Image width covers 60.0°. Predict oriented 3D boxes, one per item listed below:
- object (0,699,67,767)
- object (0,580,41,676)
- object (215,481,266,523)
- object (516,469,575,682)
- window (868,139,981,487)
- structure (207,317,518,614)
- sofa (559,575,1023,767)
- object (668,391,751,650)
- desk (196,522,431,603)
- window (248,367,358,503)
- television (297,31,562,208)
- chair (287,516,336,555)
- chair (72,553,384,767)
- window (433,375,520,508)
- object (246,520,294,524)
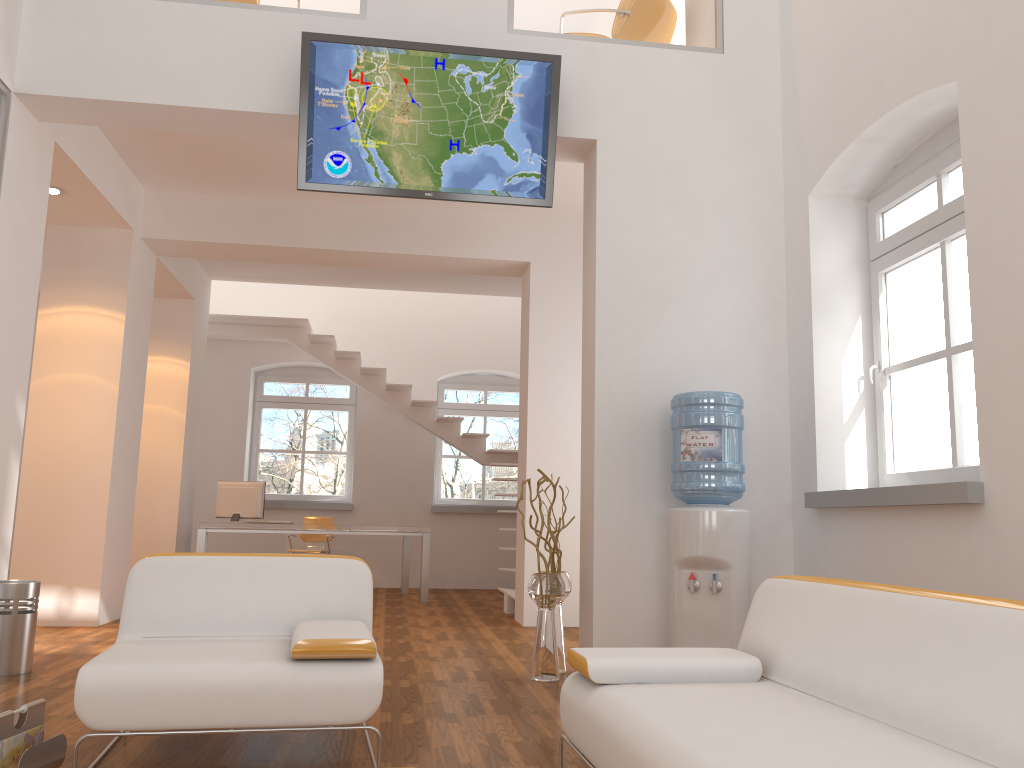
[{"bbox_3d":[-1.502,1.088,2.674,0.189,0.217,0.281,1,-9,2],"label":"object"},{"bbox_3d":[-2.574,1.240,4.538,0.248,0.450,0.248,-5,-11,36],"label":"object"},{"bbox_3d":[-2.761,1.181,8.893,0.516,0.418,0.245,-2,-10,22],"label":"object"},{"bbox_3d":[0.211,1.036,4.963,0.284,1.112,0.655,-1,-9,13],"label":"object"},{"bbox_3d":[2.041,-0.312,4.155,0.142,1.627,1.302,2,-9,-7],"label":"window"},{"bbox_3d":[-1.360,0.713,9.279,4.630,3.042,3.450,2,-9,-7],"label":"structure"},{"bbox_3d":[0.716,0.792,1.904,0.825,0.661,2.010,3,-9,-9],"label":"sofa"},{"bbox_3d":[1.010,0.798,4.558,0.436,1.490,0.436,5,-10,-22],"label":"object"},{"bbox_3d":[-2.065,1.827,9.141,2.239,0.750,1.092,4,-9,-17],"label":"desk"},{"bbox_3d":[-2.633,0.638,11.234,1.308,1.737,0.142,2,-9,-7],"label":"window"},{"bbox_3d":[-0.443,-1.419,4.813,1.388,0.803,0.266,2,-9,-7],"label":"television"},{"bbox_3d":[-2.284,1.919,10.066,0.495,0.829,0.464,0,-9,7],"label":"chair"},{"bbox_3d":[-0.942,0.945,3.124,0.923,0.661,0.825,3,-9,-12],"label":"chair"},{"bbox_3d":[-0.361,0.736,11.531,1.308,1.737,0.142,2,-9,-7],"label":"window"},{"bbox_3d":[-2.540,1.448,9.312,0.467,0.031,0.200,1,-9,2],"label":"object"}]
